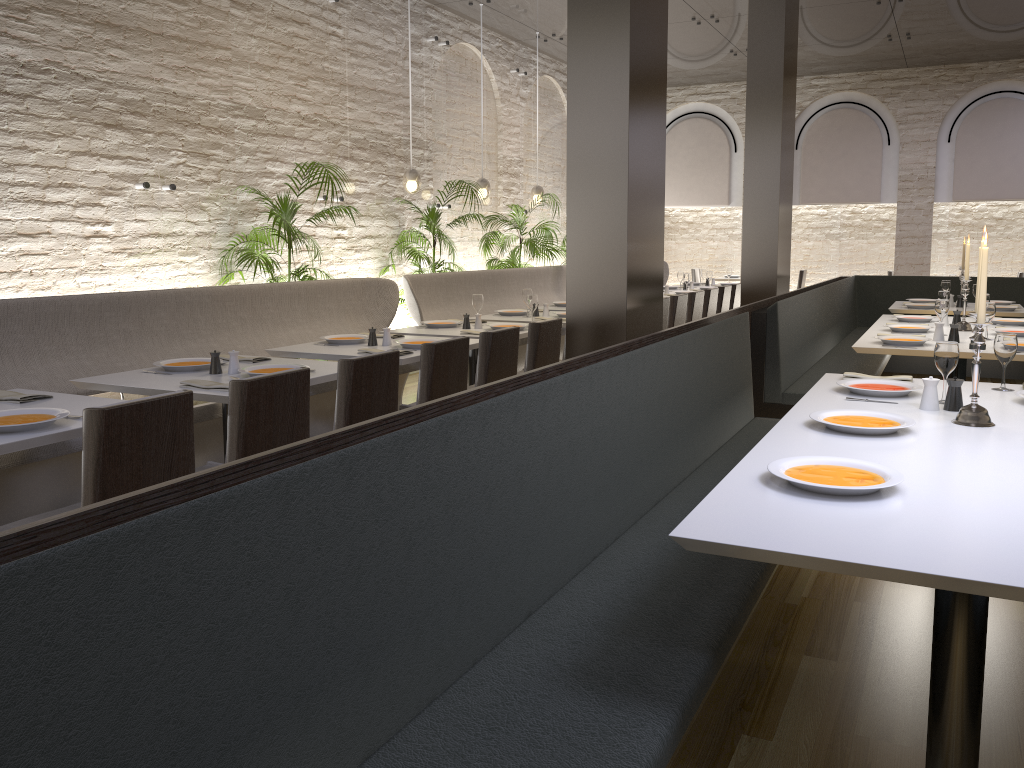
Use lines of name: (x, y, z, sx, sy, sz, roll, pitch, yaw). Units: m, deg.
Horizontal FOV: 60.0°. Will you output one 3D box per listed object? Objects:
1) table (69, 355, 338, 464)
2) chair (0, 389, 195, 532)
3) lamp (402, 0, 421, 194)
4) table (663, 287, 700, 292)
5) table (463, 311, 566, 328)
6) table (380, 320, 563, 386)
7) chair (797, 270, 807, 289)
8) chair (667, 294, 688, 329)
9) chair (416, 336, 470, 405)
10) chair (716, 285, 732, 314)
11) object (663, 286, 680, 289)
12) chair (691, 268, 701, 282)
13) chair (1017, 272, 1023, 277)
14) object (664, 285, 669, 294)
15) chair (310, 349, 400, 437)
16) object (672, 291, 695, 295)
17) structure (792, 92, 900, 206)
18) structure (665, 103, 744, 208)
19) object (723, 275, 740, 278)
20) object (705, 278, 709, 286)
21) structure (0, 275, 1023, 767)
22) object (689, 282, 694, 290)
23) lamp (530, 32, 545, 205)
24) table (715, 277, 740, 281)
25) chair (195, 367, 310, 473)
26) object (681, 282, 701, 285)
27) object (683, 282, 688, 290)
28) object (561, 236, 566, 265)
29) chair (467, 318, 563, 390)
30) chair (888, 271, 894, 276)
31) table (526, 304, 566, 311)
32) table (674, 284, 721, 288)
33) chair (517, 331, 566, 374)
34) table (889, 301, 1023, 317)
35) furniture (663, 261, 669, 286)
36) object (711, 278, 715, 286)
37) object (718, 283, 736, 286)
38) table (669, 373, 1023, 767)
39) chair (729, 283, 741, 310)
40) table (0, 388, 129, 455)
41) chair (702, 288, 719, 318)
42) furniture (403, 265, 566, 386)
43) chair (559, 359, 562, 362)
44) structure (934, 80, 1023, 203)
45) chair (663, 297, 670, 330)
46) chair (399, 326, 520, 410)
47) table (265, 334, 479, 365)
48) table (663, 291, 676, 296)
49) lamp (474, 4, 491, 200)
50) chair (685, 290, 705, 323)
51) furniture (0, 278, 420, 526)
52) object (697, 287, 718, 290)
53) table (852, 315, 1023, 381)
table: (-1.322, 0.319, 4.218, 0.937, 0.756, 1.015, 4, 9, 26)
chair: (-1.313, 0.473, 2.796, 0.566, 0.901, 0.413, 4, 8, 26)
lamp: (-0.941, -2.794, 8.214, 0.178, 2.031, 0.178, -6, 9, -42)
table: (2.274, -0.840, 11.428, 0.937, 0.756, 1.015, 4, 9, 26)
table: (0.252, -0.189, 7.375, 0.937, 0.756, 1.015, 4, 9, 26)
table: (-0.264, -0.022, 6.340, 0.937, 0.756, 1.015, 4, 9, 26)
chair: (4.576, -1.445, 14.726, 0.566, 0.901, 0.413, 4, 8, 26)
chair: (1.255, -0.355, 7.946, 0.566, 0.901, 0.413, 4, 8, 26)
chair: (-0.524, 0.218, 4.377, 0.566, 0.901, 0.413, 4, 8, 26)
chair: (2.032, -0.606, 9.504, 0.566, 0.901, 0.413, 4, 8, 26)
object: (2.028, -1.249, 11.502, 0.322, 0.036, 0.323, -5, 10, -26)
chair: (3.400, -1.534, 15.305, 0.566, 0.901, 0.413, 4, 8, 26)
chair: (7.368, -1.234, 13.352, 0.566, 0.901, 0.413, 4, 8, 26)
object: (1.811, -1.106, 10.356, 0.059, 0.109, 0.059, -4, 8, -28)
chair: (-0.798, 0.307, 3.828, 0.566, 0.901, 0.413, 4, 8, 26)
object: (2.019, -1.055, 10.281, 0.322, 0.036, 0.323, -5, 10, -26)
structure: (5.010, -3.575, 13.462, 1.635, 1.667, 0.098, 4, 8, 26)
structure: (2.984, -3.728, 14.458, 1.635, 1.667, 0.098, 4, 8, 26)
object: (3.748, -1.828, 15.101, 0.322, 0.036, 0.323, -5, 10, -28)
object: (2.723, -1.425, 12.343, 0.059, 0.109, 0.059, -4, 8, -28)
structure: (2.333, 0.124, 4.618, 2.374, 0.996, 10.795, 4, 10, 26)
object: (2.300, -1.264, 11.338, 0.059, 0.109, 0.059, -4, 8, -28)
lamp: (0.309, -3.197, 10.722, 0.178, 2.031, 0.178, 0, 7, 5)
table: (3.993, -1.419, 15.027, 0.937, 0.756, 1.015, 4, 9, 26)
chair: (-1.062, 0.392, 3.299, 0.566, 0.901, 0.413, 4, 8, 26)
object: (2.534, -1.413, 12.516, 0.322, 0.036, 0.323, -5, 10, -26)
object: (2.217, -1.262, 11.329, 0.059, 0.109, 0.059, -4, 8, -28)
object: (1.226, -1.629, 12.627, 1.145, 1.965, 1.194, 1, 7, 7)
chair: (-0.010, 0.053, 5.409, 0.566, 0.901, 0.413, 4, 8, 26)
chair: (6.192, -1.323, 13.931, 0.566, 0.901, 0.413, 4, 8, 26)
table: (0.768, -0.355, 8.409, 0.937, 0.756, 1.015, 4, 9, 26)
table: (2.780, -1.003, 12.443, 0.937, 0.756, 1.015, 4, 9, 26)
chair: (0.242, -0.029, 5.914, 0.566, 0.901, 0.413, 4, 8, 26)
table: (4.149, -0.349, 8.317, 1.101, 0.756, 1.193, 4, 9, 26)
furniture: (1.909, -1.158, 12.367, 0.708, 1.092, 2.596, 3, 9, 26)
object: (2.806, -1.427, 12.353, 0.059, 0.109, 0.059, -4, 8, -28)
object: (3.015, -1.376, 12.278, 0.322, 0.036, 0.323, -5, 10, -26)
table: (1.380, 0.544, 2.763, 1.101, 0.756, 2.550, 4, 10, 26)
chair: (2.279, -0.686, 10.000, 0.566, 0.901, 0.413, 4, 8, 26)
table: (-1.877, 0.498, 3.105, 0.937, 0.756, 1.015, 4, 9, 26)
chair: (1.770, -0.521, 8.979, 0.566, 0.901, 0.413, 4, 8, 26)
furniture: (0.277, -0.632, 9.095, 0.709, 1.092, 4.495, 3, 10, 26)
chair: (0.493, -0.109, 6.417, 0.566, 0.901, 0.413, 4, 8, 26)
structure: (6.910, -3.431, 12.527, 1.635, 1.667, 0.098, 4, 8, 26)
chair: (1.005, -0.275, 7.445, 0.566, 0.901, 0.413, 4, 8, 26)
chair: (-0.273, 0.138, 4.881, 0.566, 0.901, 0.413, 4, 8, 26)
table: (-0.767, 0.140, 5.331, 0.937, 0.756, 1.015, 4, 9, 26)
table: (1.784, -0.683, 10.446, 0.937, 0.756, 1.015, 4, 9, 26)
lamp: (-0.319, -2.994, 9.462, 0.178, 2.031, 0.178, 1, 7, 11)
chair: (1.518, -0.440, 8.473, 0.566, 0.901, 0.413, 4, 8, 26)
furniture: (-1.782, 0.031, 4.966, 0.709, 1.092, 4.495, 3, 10, 26)
object: (2.509, -1.213, 11.263, 0.322, 0.036, 0.323, -5, 10, -26)
table: (3.015, 0.016, 6.042, 1.101, 0.756, 2.550, 4, 10, 26)
